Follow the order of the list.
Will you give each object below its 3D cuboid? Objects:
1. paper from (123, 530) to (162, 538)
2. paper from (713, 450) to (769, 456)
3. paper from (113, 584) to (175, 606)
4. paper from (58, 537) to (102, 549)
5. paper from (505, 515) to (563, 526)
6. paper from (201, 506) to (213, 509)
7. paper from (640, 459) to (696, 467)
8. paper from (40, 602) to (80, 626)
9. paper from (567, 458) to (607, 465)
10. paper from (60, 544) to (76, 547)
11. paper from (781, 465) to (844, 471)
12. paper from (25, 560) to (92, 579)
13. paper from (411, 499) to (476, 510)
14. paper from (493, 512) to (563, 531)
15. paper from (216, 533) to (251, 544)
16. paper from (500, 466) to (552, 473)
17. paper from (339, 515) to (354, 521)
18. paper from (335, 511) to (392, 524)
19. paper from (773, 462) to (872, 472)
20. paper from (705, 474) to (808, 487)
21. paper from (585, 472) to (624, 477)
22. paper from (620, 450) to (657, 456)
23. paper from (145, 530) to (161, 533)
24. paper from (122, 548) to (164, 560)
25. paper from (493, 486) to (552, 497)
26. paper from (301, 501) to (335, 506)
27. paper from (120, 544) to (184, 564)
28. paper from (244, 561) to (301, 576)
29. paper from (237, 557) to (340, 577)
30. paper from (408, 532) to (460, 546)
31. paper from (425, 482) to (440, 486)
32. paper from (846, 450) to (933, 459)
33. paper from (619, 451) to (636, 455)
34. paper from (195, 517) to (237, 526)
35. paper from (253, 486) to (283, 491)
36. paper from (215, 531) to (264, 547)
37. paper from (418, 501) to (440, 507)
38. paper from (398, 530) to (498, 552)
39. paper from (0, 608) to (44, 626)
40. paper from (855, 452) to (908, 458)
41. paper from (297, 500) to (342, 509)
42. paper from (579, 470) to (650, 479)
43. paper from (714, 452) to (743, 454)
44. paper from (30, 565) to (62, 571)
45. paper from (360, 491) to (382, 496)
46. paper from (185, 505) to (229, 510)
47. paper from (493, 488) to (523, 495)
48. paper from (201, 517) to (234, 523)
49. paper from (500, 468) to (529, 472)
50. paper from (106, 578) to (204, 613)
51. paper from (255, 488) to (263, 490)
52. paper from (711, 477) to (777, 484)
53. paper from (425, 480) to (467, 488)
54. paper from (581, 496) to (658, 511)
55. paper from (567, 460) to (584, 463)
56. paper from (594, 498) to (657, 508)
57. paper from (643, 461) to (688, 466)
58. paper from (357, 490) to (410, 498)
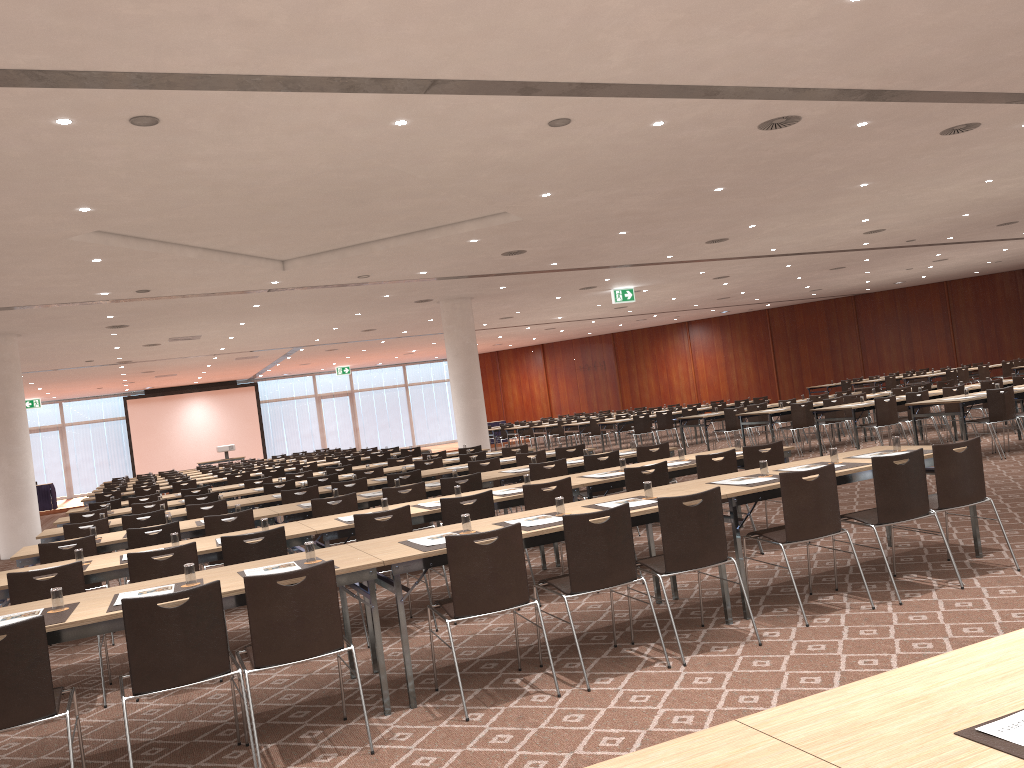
[{"bbox_3d":[-3.413,1.390,8.380,0.460,0.003,0.566,-7,-1,-20],"label":"paper"},{"bbox_3d":[2.128,0.668,8.547,0.460,0.003,0.566,-7,-1,-20],"label":"paper"},{"bbox_3d":[-1.946,1.116,4.709,0.283,0.006,0.398,-7,-1,-20],"label":"paper"},{"bbox_3d":[-3.994,1.460,8.079,0.460,0.003,0.566,-7,-1,-24],"label":"paper"},{"bbox_3d":[0.152,0.860,5.592,0.283,0.006,0.398,-7,-1,-22],"label":"paper"},{"bbox_3d":[-3.648,1.461,10.467,0.283,0.006,0.398,-7,-1,-22],"label":"paper"},{"bbox_3d":[1.541,0.739,8.270,0.460,0.003,0.566,-7,-1,-23],"label":"paper"},{"bbox_3d":[-2.436,1.178,4.409,0.460,0.003,0.566,-7,-1,-20],"label":"paper"},{"bbox_3d":[0.758,0.881,10.123,0.460,0.003,0.566,-7,-1,-22],"label":"paper"},{"bbox_3d":[-4.057,1.465,8.140,0.283,0.006,0.398,-7,-1,-21],"label":"paper"},{"bbox_3d":[2.189,0.612,6.486,0.283,0.006,0.398,-7,-1,-25],"label":"paper"},{"bbox_3d":[-3.242,1.323,6.267,0.460,0.003,0.566,-7,-1,-21],"label":"paper"},{"bbox_3d":[-0.552,0.994,7.393,0.460,0.003,0.566,-7,-1,-24],"label":"paper"},{"bbox_3d":[0.189,0.858,5.553,0.460,0.003,0.566,-7,-1,-23],"label":"paper"},{"bbox_3d":[-2.109,1.181,6.794,0.283,0.006,0.398,-7,-1,-22],"label":"paper"},{"bbox_3d":[0.160,0.954,9.869,0.460,0.003,0.566,-7,-1,-23],"label":"paper"},{"bbox_3d":[-1.238,1.076,7.186,0.283,0.006,0.398,-7,-1,-22],"label":"paper"},{"bbox_3d":[-1.148,1.067,7.133,0.460,0.003,0.566,-7,-1,-23],"label":"paper"},{"bbox_3d":[2.260,0.606,6.454,0.460,0.003,0.566,-7,-1,-20],"label":"paper"},{"bbox_3d":[1.706,0.674,6.219,0.460,0.003,0.566,-7,-1,-20],"label":"paper"},{"bbox_3d":[0.853,0.820,8.053,0.283,0.006,0.398,-7,-1,-23],"label":"paper"},{"bbox_3d":[1.364,0.807,10.392,0.460,0.003,0.566,-7,-1,-20],"label":"paper"},{"bbox_3d":[-3.466,1.393,8.397,0.283,0.006,0.398,-7,-1,-24],"label":"paper"},{"bbox_3d":[-2.725,1.257,6.559,0.283,0.006,0.398,-7,-1,-23],"label":"paper"},{"bbox_3d":[0.029,0.924,7.651,0.460,0.003,0.566,-7,-1,-23],"label":"paper"},{"bbox_3d":[-1.985,1.213,9.041,0.283,0.006,0.398,-7,-1,-24],"label":"paper"},{"bbox_3d":[-2.632,1.248,6.518,0.460,0.003,0.566,-7,-1,-24],"label":"paper"},{"bbox_3d":[-1.343,1.042,4.969,0.283,0.006,0.398,-7,-1,-21],"label":"paper"},{"bbox_3d":[-1.251,1.033,4.923,0.460,0.003,0.566,-7,-1,-25],"label":"paper"},{"bbox_3d":[-0.439,0.932,5.339,0.283,0.006,0.398,-7,-1,-24],"label":"paper"},{"bbox_3d":[-0.809,1.069,9.508,0.283,0.006,0.398,-7,-1,-24],"label":"paper"},{"bbox_3d":[2.879,0.530,6.697,0.460,0.003,0.566,-7,-1,-23],"label":"paper"},{"bbox_3d":[1.283,0.814,10.416,0.283,0.006,0.398,-7,-1,-25],"label":"paper"},{"bbox_3d":[-2.823,1.318,8.603,0.460,0.003,0.566,-7,-1,-22],"label":"paper"},{"bbox_3d":[-3.436,1.484,12.662,0.460,0.003,0.566,-7,-1,-26],"label":"paper"},{"bbox_3d":[-2.027,1.175,6.792,0.460,0.003,0.566,-7,-1,-20],"label":"paper"},{"bbox_3d":[-0.608,0.999,7.447,0.283,0.006,0.398,-7,-1,-22],"label":"paper"},{"bbox_3d":[-0.383,0.927,5.276,0.460,0.003,0.566,-7,-1,-23],"label":"paper"},{"bbox_3d":[-2.532,1.187,4.462,0.283,0.006,0.398,-7,-1,-23],"label":"paper"},{"bbox_3d":[2.815,0.534,6.704,0.283,0.006,0.398,-7,-1,-23],"label":"paper"},{"bbox_3d":[-1.914,1.207,8.985,0.460,0.003,0.566,-7,-1,-21],"label":"paper"},{"bbox_3d":[0.906,0.817,8.021,0.460,0.003,0.566,-7,-1,-21],"label":"paper"},{"bbox_3d":[2.049,0.675,8.568,0.283,0.006,0.398,-7,-1,-23],"label":"paper"},{"bbox_3d":[-3.308,1.328,6.313,0.283,0.006,0.398,-7,-1,-21],"label":"paper"},{"bbox_3d":[-1.406,1.142,9.271,0.283,0.006,0.398,-7,-1,-23],"label":"paper"},{"bbox_3d":[-3.594,1.458,10.440,0.460,0.003,0.566,-7,-1,-23],"label":"paper"},{"bbox_3d":[-0.036,0.929,7.694,0.283,0.006,0.398,-7,-1,-23],"label":"paper"},{"bbox_3d":[-2.874,1.321,8.645,0.283,0.006,0.398,-7,-1,-25],"label":"paper"},{"bbox_3d":[0.073,0.962,9.905,0.283,0.006,0.398,-7,-1,-22],"label":"paper"},{"bbox_3d":[-1.865,1.108,4.674,0.460,0.003,0.566,-7,-1,-21],"label":"paper"},{"bbox_3d":[-3.524,1.493,12.715,0.283,0.006,0.398,-7,-1,-25],"label":"paper"},{"bbox_3d":[1.633,0.680,6.248,0.283,0.006,0.398,-7,-1,-23],"label":"paper"},{"bbox_3d":[-0.718,1.061,9.508,0.460,0.003,0.566,-7,-1,-20],"label":"paper"},{"bbox_3d":[0.782,0.786,5.830,0.460,0.003,0.566,-7,-1,-22],"label":"paper"},{"bbox_3d":[0.690,0.886,10.151,0.283,0.006,0.398,-7,-1,-26],"label":"paper"},{"bbox_3d":[0.755,0.786,5.853,0.283,0.006,0.398,-7,-1,-20],"label":"paper"},{"bbox_3d":[1.452,0.747,8.306,0.283,0.006,0.398,-7,-1,-22],"label":"paper"},{"bbox_3d":[-1.343,1.137,9.250,0.460,0.003,0.566,-7,-1,-21],"label":"paper"}]
